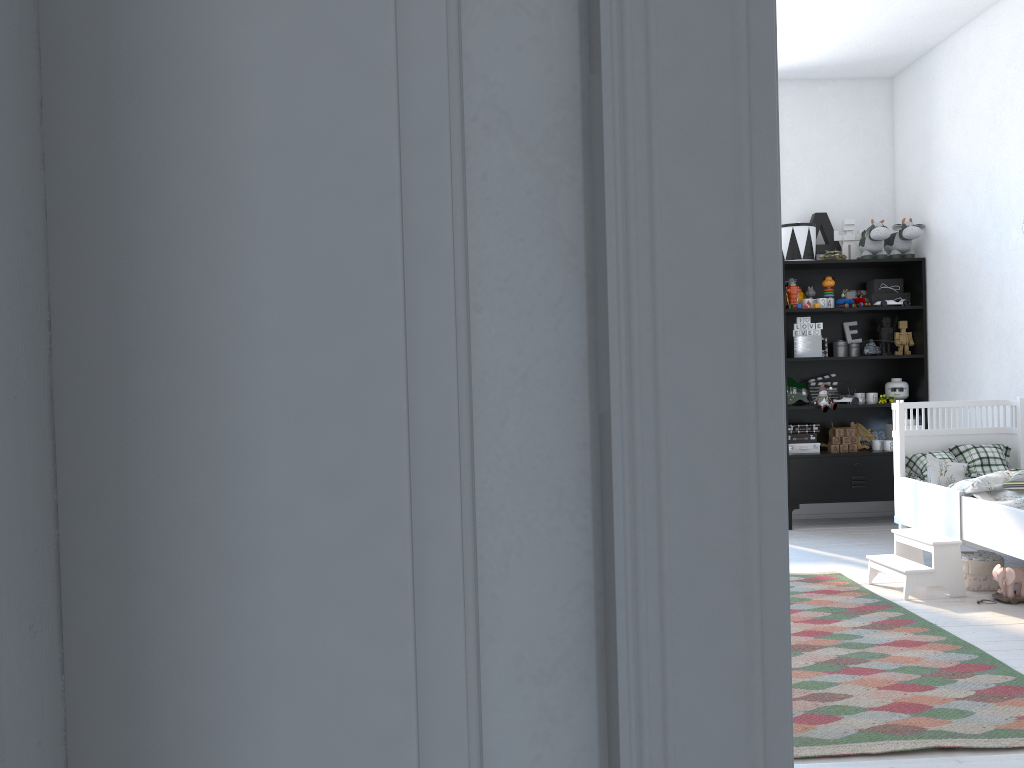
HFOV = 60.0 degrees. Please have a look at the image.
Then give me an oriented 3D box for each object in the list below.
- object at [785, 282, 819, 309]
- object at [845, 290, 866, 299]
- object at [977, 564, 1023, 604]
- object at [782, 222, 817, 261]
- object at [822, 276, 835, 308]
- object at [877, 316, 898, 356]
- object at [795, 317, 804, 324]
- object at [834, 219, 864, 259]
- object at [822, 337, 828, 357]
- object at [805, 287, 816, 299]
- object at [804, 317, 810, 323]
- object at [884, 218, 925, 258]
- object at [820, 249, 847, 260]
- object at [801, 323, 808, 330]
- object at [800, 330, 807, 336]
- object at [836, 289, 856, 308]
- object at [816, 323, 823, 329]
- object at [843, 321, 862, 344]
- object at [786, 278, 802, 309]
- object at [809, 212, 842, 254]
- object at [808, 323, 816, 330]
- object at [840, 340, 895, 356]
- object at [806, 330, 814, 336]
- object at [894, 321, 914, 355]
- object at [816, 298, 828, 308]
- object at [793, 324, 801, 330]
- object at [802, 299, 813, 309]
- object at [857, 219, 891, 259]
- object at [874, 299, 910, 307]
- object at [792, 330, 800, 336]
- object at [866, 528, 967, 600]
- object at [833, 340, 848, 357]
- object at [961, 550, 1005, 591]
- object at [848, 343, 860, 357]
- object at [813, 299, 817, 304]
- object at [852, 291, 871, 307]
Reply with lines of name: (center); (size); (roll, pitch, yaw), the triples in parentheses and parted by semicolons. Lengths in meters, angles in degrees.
object: (1.814, -0.568, 5.683); (0.197, 0.197, 0.318); (-2, 1, -6)
object: (2.376, -0.556, 5.855); (0.347, 0.132, 0.037); (-2, 1, -2)
object: (2.079, 0.845, 3.757); (0.254, 0.152, 0.125); (-2, 1, -3)
object: (1.838, -0.900, 5.742); (0.272, 0.259, 0.395); (-1, 1, 27)
object: (2.016, -0.582, 5.643); (0.077, 0.213, 0.077); (-1, 1, 31)
object: (2.432, -0.312, 5.742); (0.117, 0.259, 0.081); (-2, 1, -2)
object: (1.817, -0.401, 5.605); (0.040, 0.040, 0.040); (-2, 1, 3)
object: (2.200, -0.926, 5.798); (0.190, 0.290, 0.065); (-2, 1, 3)
object: (2.036, -0.239, 5.829); (0.070, 0.135, 0.028); (-2, 1, -2)
object: (1.941, -0.555, 5.764); (0.063, 0.160, 0.063); (-2, 1, -23)
object: (1.858, -0.402, 5.596); (0.040, 0.040, 0.040); (-2, 1, 8)
object: (2.443, -0.910, 5.646); (0.211, 0.253, 0.386); (-2, 1, -18)
object: (2.037, -0.825, 5.642); (0.121, 0.100, 0.338); (-1, 1, 33)
object: (1.846, -0.361, 5.599); (0.040, 0.040, 0.040); (-1, 1, 18)
object: (1.837, -0.321, 5.610); (0.040, 0.040, 0.040); (-2, 1, 3)
object: (2.126, -0.541, 5.648); (0.121, 0.126, 0.087); (-2, 1, -25)
object: (1.934, -0.364, 5.579); (0.040, 0.040, 0.040); (-1, 1, 23)
object: (2.243, -0.338, 5.843); (0.107, 0.151, 0.055); (-2, 1, -2)
object: (1.783, -0.570, 5.612); (0.105, 0.203, 0.072); (-2, 1, 6)
object: (2.025, -0.949, 5.822); (0.343, 0.344, 0.057); (-2, 1, -2)
object: (1.891, -0.363, 5.589); (0.040, 0.040, 0.040); (-1, 1, 28)
object: (2.302, -0.231, 5.688); (0.368, 0.106, 0.349); (-2, 1, 0)
object: (1.879, -0.322, 5.593); (0.040, 0.040, 0.040); (-1, 1, 13)
object: (2.511, -0.294, 5.683); (0.114, 0.221, 0.052); (-2, 1, -2)
object: (1.960, -0.507, 5.603); (0.067, 0.067, 0.067); (-2, 1, -1)
object: (1.802, -0.360, 5.610); (0.040, 0.040, 0.040); (-2, 1, 8)
object: (1.872, -0.505, 5.615); (0.067, 0.067, 0.067); (-2, 1, -1)
object: (2.291, -0.905, 5.637); (0.154, 0.253, 0.370); (-2, 1, 6)
object: (2.402, -0.510, 5.611); (0.230, 0.048, 0.098); (-2, 1, -12)
object: (1.798, -0.320, 5.612); (0.040, 0.040, 0.040); (-1, 1, 13)
object: (1.810, 0.803, 3.988); (0.288, 0.246, 0.332); (-2, 1, -7)
object: (2.147, -0.230, 5.799); (0.095, 0.110, 0.095); (-2, 1, 3)
object: (2.112, 0.844, 4.029); (0.215, 0.148, 0.240); (-2, 1, 5)
object: (2.249, -0.224, 5.719); (0.078, 0.091, 0.246); (-2, 1, -7)
object: (1.924, -0.507, 5.661); (0.067, 0.067, 0.067); (-2, 1, -28)
object: (2.234, -0.545, 5.694); (0.087, 0.112, 0.122); (-2, 1, -31)
